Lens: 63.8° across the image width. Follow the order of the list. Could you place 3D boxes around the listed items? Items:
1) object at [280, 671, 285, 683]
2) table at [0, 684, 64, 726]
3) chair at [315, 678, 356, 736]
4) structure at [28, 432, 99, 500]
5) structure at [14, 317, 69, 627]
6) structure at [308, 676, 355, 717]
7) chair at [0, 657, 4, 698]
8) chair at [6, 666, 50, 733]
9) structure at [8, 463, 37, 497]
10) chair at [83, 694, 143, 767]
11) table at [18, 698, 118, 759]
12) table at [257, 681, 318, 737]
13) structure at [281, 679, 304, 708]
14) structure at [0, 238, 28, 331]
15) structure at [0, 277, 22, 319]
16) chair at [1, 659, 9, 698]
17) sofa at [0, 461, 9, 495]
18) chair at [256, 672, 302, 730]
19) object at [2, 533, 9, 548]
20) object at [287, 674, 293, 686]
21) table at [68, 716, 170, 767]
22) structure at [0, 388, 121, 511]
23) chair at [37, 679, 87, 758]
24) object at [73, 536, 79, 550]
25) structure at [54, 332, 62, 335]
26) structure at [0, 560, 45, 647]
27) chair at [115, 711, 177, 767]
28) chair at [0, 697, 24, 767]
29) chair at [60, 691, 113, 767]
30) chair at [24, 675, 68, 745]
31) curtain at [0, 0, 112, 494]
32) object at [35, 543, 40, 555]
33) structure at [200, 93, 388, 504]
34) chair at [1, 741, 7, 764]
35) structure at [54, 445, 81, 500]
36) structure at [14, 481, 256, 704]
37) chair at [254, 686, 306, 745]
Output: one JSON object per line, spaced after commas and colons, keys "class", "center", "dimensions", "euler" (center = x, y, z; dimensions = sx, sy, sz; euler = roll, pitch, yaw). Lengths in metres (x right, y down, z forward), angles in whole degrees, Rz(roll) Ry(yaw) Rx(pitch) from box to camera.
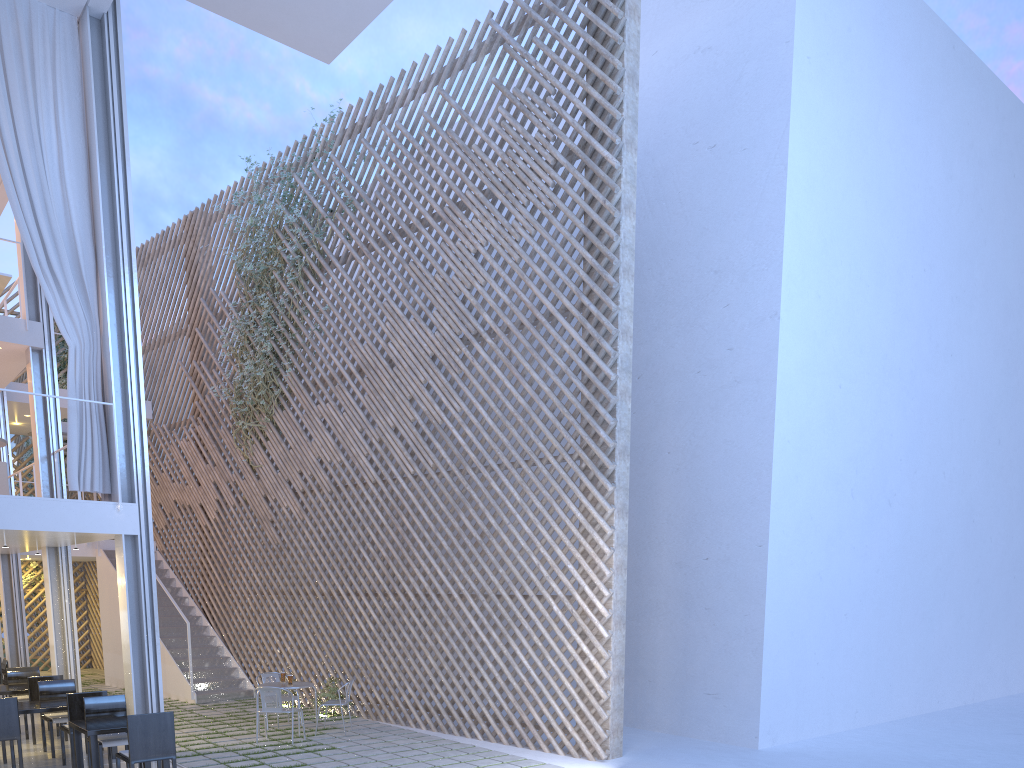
{"class": "object", "center": [-1.523, 1.950, 5.475], "dimensions": [0.032, 0.077, 0.030], "euler": [1, 5, 5]}
{"class": "table", "center": [-3.253, 2.059, 5.121], "dimensions": [0.923, 0.327, 0.354], "euler": [10, -9, -39]}
{"class": "chair", "center": [-1.154, 2.120, 5.429], "dimensions": [0.249, 0.383, 0.258], "euler": [0, 1, 0]}
{"class": "structure", "center": [-4.530, 0.755, 8.573], "dimensions": [1.256, 1.903, 0.524], "euler": [1, 6, 43]}
{"class": "structure", "center": [-5.487, 0.791, 9.855], "dimensions": [1.093, 4.565, 3.302], "euler": [-6, 5, -43]}
{"class": "structure", "center": [-1.353, 2.339, 6.157], "dimensions": [0.317, 0.325, 0.295], "euler": [-2, -2, 35]}
{"class": "chair", "center": [-4.046, 2.299, 6.291], "dimensions": [0.237, 0.442, 0.188], "euler": [-3, 5, -42]}
{"class": "chair", "center": [-3.211, 2.099, 5.468], "dimensions": [0.189, 0.442, 0.236], "euler": [-4, 5, -40]}
{"class": "structure", "center": [-3.833, 0.941, 6.527], "dimensions": [0.027, 0.557, 1.723], "euler": [-7, -4, -41]}
{"class": "chair", "center": [-1.959, 1.753, 4.047], "dimensions": [0.189, 0.442, 0.236], "euler": [-4, 5, -40]}
{"class": "table", "center": [-2.647, 1.886, 4.414], "dimensions": [0.923, 0.327, 0.354], "euler": [10, -9, -39]}
{"class": "table", "center": [-1.477, 2.136, 5.413], "dimensions": [0.349, 0.334, 0.349], "euler": [0, -3, 12]}
{"class": "structure", "center": [-1.788, 2.490, 6.640], "dimensions": [0.267, 0.261, 0.264], "euler": [2, -3, -33]}
{"class": "structure", "center": [-2.740, 0.269, 3.762], "dimensions": [1.711, 3.334, 3.678], "euler": [-3, -1, -41]}
{"class": "structure", "center": [-3.828, -0.441, 6.325], "dimensions": [0.027, 0.557, 1.723], "euler": [-7, -4, -41]}
{"class": "chair", "center": [-3.829, 2.236, 6.032], "dimensions": [0.238, 0.443, 0.188], "euler": [-2, 5, -38]}
{"class": "sofa", "center": [-3.751, 0.736, 5.521], "dimensions": [0.502, 0.366, 0.996], "euler": [5, -12, -40]}
{"class": "chair", "center": [-1.627, 2.183, 5.691], "dimensions": [0.261, 0.383, 0.246], "euler": [-1, 2, -40]}
{"class": "object", "center": [-2.655, 0.818, 4.307], "dimensions": [0.029, 0.080, 0.028], "euler": [-3, 7, -29]}
{"class": "object", "center": [-1.430, 1.909, 5.304], "dimensions": [0.032, 0.077, 0.030], "euler": [1, 5, 5]}
{"class": "table", "center": [-1.861, 1.767, 3.920], "dimensions": [0.360, 0.332, 0.354], "euler": [3, -5, -40]}
{"class": "structure", "center": [-2.124, 0.764, 3.408], "dimensions": [1.360, 1.800, 1.443], "euler": [0, 0, -40]}
{"class": "chair", "center": [-2.573, 1.917, 4.722], "dimensions": [0.189, 0.442, 0.236], "euler": [-4, 5, -40]}
{"class": "object", "center": [-3.620, 1.279, 4.692], "dimensions": [1.685, 0.813, 1.863], "euler": [9, -13, -42]}
{"class": "structure", "center": [-3.984, -0.149, 7.498], "dimensions": [1.148, 0.565, 0.027], "euler": [8, 1, -39]}
{"class": "structure", "center": [-5.345, 2.236, 9.119], "dimensions": [1.134, 2.016, 0.287], "euler": [-2, 8, -39]}
{"class": "chair", "center": [-1.633, 1.660, 3.666], "dimensions": [0.189, 0.442, 0.236], "euler": [-4, 5, -40]}
{"class": "chair", "center": [-2.582, 1.765, 4.106], "dimensions": [0.189, 0.442, 0.236], "euler": [-4, 5, -40]}
{"class": "chair", "center": [-2.269, 1.831, 4.367], "dimensions": [0.189, 0.442, 0.236], "euler": [-4, 5, -40]}
{"class": "chair", "center": [-2.907, 2.012, 5.113], "dimensions": [0.189, 0.442, 0.236], "euler": [-4, 5, -40]}
{"class": "curtain", "center": [-2.338, -0.659, 4.083], "dimensions": [0.504, 2.445, 0.096], "euler": [-6, 11, -42]}
{"class": "object", "center": [-3.043, 1.055, 5.274], "dimensions": [0.029, 0.080, 0.028], "euler": [-3, 7, -29]}
{"class": "structure", "center": [-1.711, -0.439, 6.336], "dimensions": [2.363, 2.750, 0.724], "euler": [-1, 4, 41]}
{"class": "chair", "center": [-2.886, 1.851, 4.461], "dimensions": [0.189, 0.442, 0.236], "euler": [-4, 5, -40]}
{"class": "structure", "center": [-2.637, 0.600, 5.129], "dimensions": [0.027, 0.557, 1.721], "euler": [-7, -4, -41]}
{"class": "structure", "center": [-3.334, 1.792, 7.207], "dimensions": [1.969, 1.976, 1.171], "euler": [-2, 0, 43]}
{"class": "chair", "center": [-1.446, 2.033, 5.077], "dimensions": [0.263, 0.383, 0.244], "euler": [0, 2, 5]}
